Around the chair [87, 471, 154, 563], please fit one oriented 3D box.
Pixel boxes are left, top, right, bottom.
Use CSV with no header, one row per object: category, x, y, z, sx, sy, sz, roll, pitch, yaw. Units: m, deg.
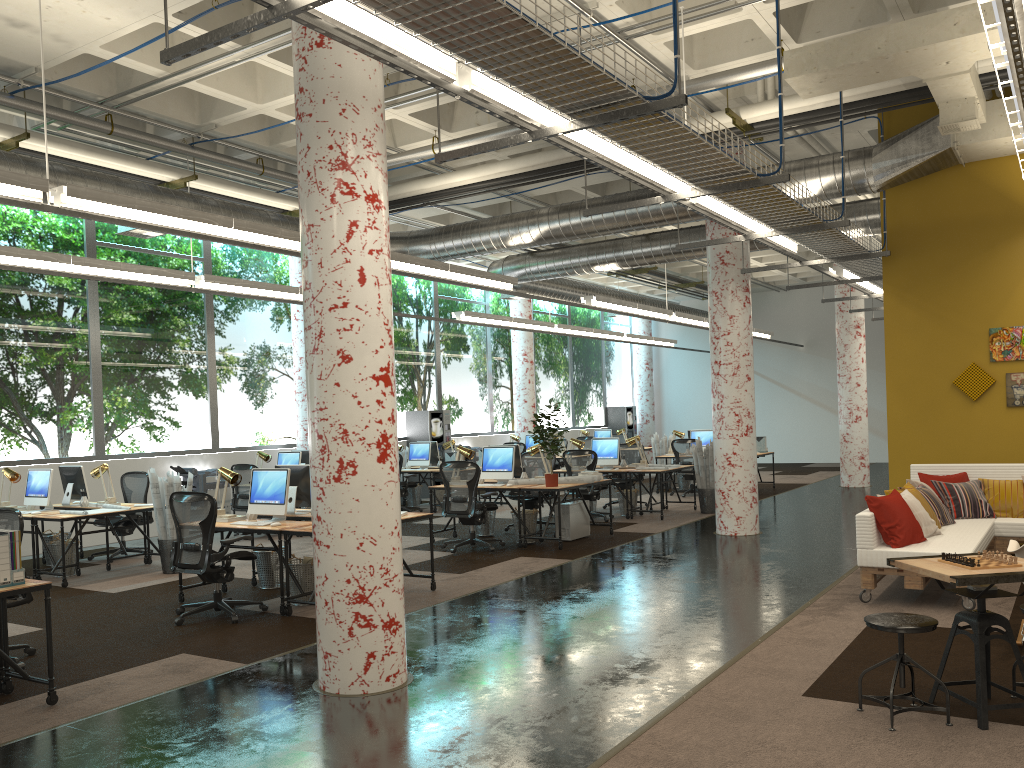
chair,-4.916,1.663,11.220,0.771,1.086,0.792,-2,0,16

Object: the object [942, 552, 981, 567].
object,2.262,0.877,4.470,0.056,0.053,0.250,-2,-2,-7

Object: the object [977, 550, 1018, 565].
object,2.462,0.870,4.494,0.056,0.053,0.251,-2,-2,-7

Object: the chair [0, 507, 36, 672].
chair,-3.690,1.418,6.093,0.771,1.086,0.792,-2,0,16

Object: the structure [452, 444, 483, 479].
structure,-0.875,1.861,19.926,0.503,1.058,1.057,-2,0,33

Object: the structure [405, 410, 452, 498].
structure,-1.721,1.466,18.621,0.638,1.811,0.749,-2,0,33

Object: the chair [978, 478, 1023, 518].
chair,4.813,1.118,8.586,0.522,0.381,0.366,-3,-1,29

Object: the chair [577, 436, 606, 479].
chair,1.899,1.803,21.486,0.771,1.086,0.792,-2,0,16

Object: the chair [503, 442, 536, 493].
chair,0.144,1.763,18.755,0.771,1.086,0.792,-2,0,16

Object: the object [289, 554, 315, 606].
object,-1.861,1.742,7.913,0.359,0.435,0.353,-2,0,29

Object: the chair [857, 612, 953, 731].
chair,1.966,1.434,4.463,0.346,0.497,0.337,-2,0,-8

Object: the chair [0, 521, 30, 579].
chair,-5.741,1.631,9.593,0.771,1.086,0.792,-2,0,16

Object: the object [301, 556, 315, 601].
object,-1.813,1.756,7.976,0.235,0.403,0.119,-2,1,33

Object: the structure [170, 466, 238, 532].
structure,-4.775,1.773,13.849,0.503,1.058,1.057,-2,0,33

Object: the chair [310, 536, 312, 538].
chair,-1.725,1.462,9.157,0.771,1.086,0.792,-2,0,16

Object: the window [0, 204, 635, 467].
window,-3.275,-0.719,16.933,0.050,3.763,26.184,-2,-2,33

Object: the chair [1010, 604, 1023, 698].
chair,2.827,1.406,4.573,0.346,0.497,0.337,-2,0,-8

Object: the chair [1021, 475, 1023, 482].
chair,5.150,1.065,8.356,0.526,0.428,0.311,-2,0,11

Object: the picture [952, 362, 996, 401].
picture,4.992,-0.026,9.568,0.425,0.425,0.047,-3,0,33

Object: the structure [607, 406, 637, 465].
structure,3.321,1.579,26.471,0.638,1.811,0.749,-2,0,33

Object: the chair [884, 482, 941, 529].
chair,3.560,1.108,7.861,0.546,0.438,0.316,-1,-1,-45

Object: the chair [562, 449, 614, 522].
chair,1.110,1.519,13.405,0.771,1.086,0.792,-2,0,16

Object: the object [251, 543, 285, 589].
object,-2.390,1.796,8.785,0.359,0.435,0.353,-2,0,29

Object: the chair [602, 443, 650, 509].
chair,1.935,1.551,15.032,0.771,1.086,0.792,-2,0,16

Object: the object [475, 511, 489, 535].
object,-0.413,1.835,11.924,0.235,0.403,0.119,-2,1,33

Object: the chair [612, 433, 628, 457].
chair,2.724,1.835,23.113,0.771,1.086,0.792,-2,0,16

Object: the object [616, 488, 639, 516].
object,1.800,1.831,13.787,0.359,0.435,0.353,-2,0,29

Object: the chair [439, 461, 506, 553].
chair,-0.527,1.456,10.733,0.771,1.086,0.792,-2,0,16

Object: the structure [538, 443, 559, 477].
structure,0.880,1.900,22.657,0.503,1.058,1.057,-2,0,33

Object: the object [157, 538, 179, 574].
object,-3.784,1.924,9.946,0.353,0.398,0.353,-2,-1,-12

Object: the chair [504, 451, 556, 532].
chair,0.298,1.488,12.360,0.771,1.086,0.792,-2,0,16

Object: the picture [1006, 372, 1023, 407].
picture,5.362,0.057,9.347,0.252,0.356,0.027,-2,1,33

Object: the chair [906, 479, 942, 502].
chair,4.013,1.122,8.584,0.335,0.438,0.545,-2,-1,38

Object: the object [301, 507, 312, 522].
object,-3.007,1.989,13.157,0.359,0.435,0.353,-2,0,29

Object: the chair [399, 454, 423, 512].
chair,-2.009,1.715,15.403,0.771,1.086,0.792,-2,0,16

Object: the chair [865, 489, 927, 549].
chair,3.098,1.095,7.170,0.534,0.445,0.302,-1,-1,-41

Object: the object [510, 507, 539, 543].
object,0.163,1.768,11.115,0.359,0.435,0.353,-2,0,29

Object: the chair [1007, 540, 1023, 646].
chair,3.522,1.296,5.646,0.615,0.754,0.793,-2,-1,33

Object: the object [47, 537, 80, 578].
object,-5.052,1.943,9.975,0.359,0.435,0.353,-2,0,29

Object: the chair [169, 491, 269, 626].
chair,-2.550,1.430,7.531,0.771,1.086,0.792,-2,0,16

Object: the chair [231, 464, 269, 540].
chair,-3.697,1.677,12.776,0.771,1.086,0.792,-2,0,16

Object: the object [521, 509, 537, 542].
object,0.210,1.782,11.179,0.235,0.403,0.119,-2,1,33

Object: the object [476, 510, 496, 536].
object,-0.367,1.822,11.988,0.359,0.435,0.353,-2,0,29

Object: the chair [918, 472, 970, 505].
chair,4.404,1.107,8.930,0.534,0.437,0.287,-2,0,5

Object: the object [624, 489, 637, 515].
object,1.847,1.845,13.851,0.235,0.403,0.119,-2,1,33

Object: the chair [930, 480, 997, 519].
chair,4.411,1.134,8.635,0.516,0.392,0.358,-2,-1,2

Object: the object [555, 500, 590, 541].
object,0.786,1.749,11.408,0.221,0.455,0.541,-2,-1,33

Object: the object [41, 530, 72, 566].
object,-5.581,1.997,10.847,0.359,0.435,0.353,-2,0,29

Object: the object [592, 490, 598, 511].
object,1.270,1.885,14.659,0.359,0.435,0.353,-2,0,29

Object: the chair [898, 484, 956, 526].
chair,3.850,1.143,8.200,0.523,0.408,0.341,-1,-1,-41

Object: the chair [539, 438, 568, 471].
chair,0.969,1.795,20.382,0.771,1.086,0.792,-2,0,16

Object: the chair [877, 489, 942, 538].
chair,3.380,1.120,7.525,0.524,0.401,0.332,-1,-1,-38

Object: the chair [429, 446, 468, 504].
chair,-1.184,1.747,17.030,0.771,1.086,0.792,-2,0,16

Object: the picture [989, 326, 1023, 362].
picture,5.256,-0.425,9.396,0.331,0.356,0.027,-3,0,33

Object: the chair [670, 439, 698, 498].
chair,3.343,1.562,16.698,0.771,1.086,0.792,-2,0,16
